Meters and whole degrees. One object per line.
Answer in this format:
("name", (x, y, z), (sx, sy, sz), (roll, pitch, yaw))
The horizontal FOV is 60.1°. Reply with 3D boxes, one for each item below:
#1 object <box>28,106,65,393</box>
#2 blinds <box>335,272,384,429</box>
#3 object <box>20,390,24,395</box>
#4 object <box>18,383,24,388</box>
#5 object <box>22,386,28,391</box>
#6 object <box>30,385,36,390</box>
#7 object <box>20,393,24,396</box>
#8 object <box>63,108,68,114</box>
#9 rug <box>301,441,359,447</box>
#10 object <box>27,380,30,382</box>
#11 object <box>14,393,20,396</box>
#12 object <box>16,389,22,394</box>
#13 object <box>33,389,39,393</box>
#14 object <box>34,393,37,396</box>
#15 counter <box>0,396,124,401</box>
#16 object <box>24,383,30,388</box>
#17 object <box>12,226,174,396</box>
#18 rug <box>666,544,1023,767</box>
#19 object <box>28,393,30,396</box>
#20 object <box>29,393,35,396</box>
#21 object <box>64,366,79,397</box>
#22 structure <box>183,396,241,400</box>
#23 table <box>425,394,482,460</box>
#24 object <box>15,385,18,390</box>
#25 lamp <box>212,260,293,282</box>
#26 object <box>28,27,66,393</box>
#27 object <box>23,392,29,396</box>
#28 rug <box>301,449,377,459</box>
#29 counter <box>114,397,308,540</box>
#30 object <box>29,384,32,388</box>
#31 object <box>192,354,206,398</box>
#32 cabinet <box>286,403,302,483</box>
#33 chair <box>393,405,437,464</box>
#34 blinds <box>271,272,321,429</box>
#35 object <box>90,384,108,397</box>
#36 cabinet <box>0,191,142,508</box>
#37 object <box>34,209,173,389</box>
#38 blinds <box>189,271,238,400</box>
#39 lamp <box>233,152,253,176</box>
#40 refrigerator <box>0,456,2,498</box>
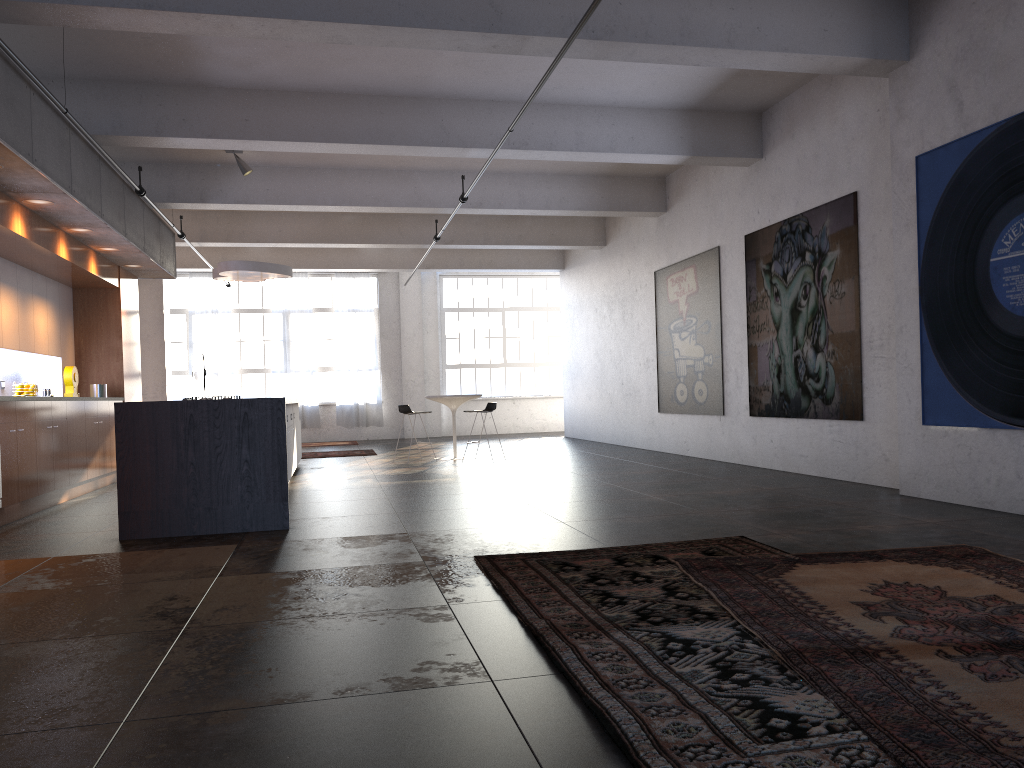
("object", (-4.198, -1.054, 7.998), (0.054, 2.228, 2.364), (-2, 0, -37))
("blinds", (-3.473, -0.888, 19.868), (1.040, 3.752, 0.338), (-2, 1, -16))
("object", (-4.964, 0.082, 8.969), (0.061, 0.053, 0.052), (-2, 0, 30))
("object", (-4.938, 0.020, 8.909), (0.058, 0.060, 0.051), (-2, 0, 22))
("object", (-3.900, -1.082, 6.394), (0.057, 2.190, 5.551), (-2, 0, -23))
("object", (-3.748, -1.095, 5.810), (0.054, 2.169, 6.773), (-2, 0, -20))
("object", (-4.931, 0.122, 8.934), (0.051, 0.055, 0.060), (-2, 0, -22))
("object", (-4.936, 0.068, 9.033), (0.052, 0.053, 0.062), (-2, 0, -6))
("rug", (-4.819, 1.295, 18.500), (3.160, 0.009, 1.797), (-2, -1, -14))
("object", (-5.235, 0.058, 9.599), (0.060, 0.210, 0.143), (-2, 0, -12))
("object", (-5.089, 0.573, 2.565), (0.054, 1.095, 12.742), (-2, -1, 1))
("object", (-4.956, 0.070, 8.908), (0.054, 0.054, 0.060), (-2, 0, -21))
("object", (-5.157, -1.074, 3.164), (0.062, 2.210, 11.822), (-2, -1, 2))
("object", (-4.865, 0.118, 9.003), (0.062, 0.053, 0.052), (-2, 0, -25))
("counter", (-5.267, 0.176, 8.887), (1.622, 0.039, 4.419), (-2, -1, -12))
("object", (-3.479, -1.137, 4.344), (0.059, 2.165, 9.778), (-2, 0, -18))
("object", (-5.196, 0.516, 2.490), (0.950, 1.214, 13.166), (-2, -1, -1))
("rug", (1.725, 0.890, 3.084), (1.881, 0.048, 3.514), (-2, -1, -3))
("object", (-4.450, -1.340, 6.098), (0.058, 2.868, 5.905), (-2, 0, -10))
("object", (-4.699, -1.002, 10.357), (0.057, 2.310, 2.930), (-2, 0, 7))
("object", (-5.105, -0.018, 10.274), (0.100, 0.381, 0.272), (-2, 0, -12))
("structure", (-2.889, 0.156, 8.566), (0.516, 0.072, 0.634), (-2, -1, -12))
("table", (-0.861, 0.641, 13.216), (0.836, 0.952, 0.821), (-2, 0, -13))
("object", (-4.988, 0.036, 8.951), (0.062, 0.053, 0.052), (-2, 0, 35))
("lamp", (-3.659, -1.533, 12.110), (1.059, 0.130, 1.027), (-2, -1, 34))
("object", (-4.893, 0.063, 8.999), (0.050, 0.053, 0.065), (-2, 0, 25))
("object", (-4.892, 0.097, 8.920), (0.053, 0.053, 0.061), (-2, 0, -31))
("rug", (-3.783, 1.212, 14.984), (2.911, 0.029, 1.837), (-2, -1, -13))
("counter", (-2.852, 0.656, 9.529), (1.152, 0.971, 6.594), (-2, -1, -12))
("object", (-4.920, 0.023, 9.044), (0.064, 0.051, 0.052), (-2, 0, -20))
("object", (-6.095, 0.373, 17.185), (1.191, 1.920, 1.046), (-2, 0, -13))
("cabinet", (-2.961, 0.695, 10.126), (0.930, 0.930, 5.596), (-2, -1, -12))
("chair", (-1.406, 0.742, 12.755), (0.515, 0.895, 0.454), (-2, 0, -36))
("blinds", (-4.813, -0.843, 19.533), (1.047, 3.698, 0.335), (-2, 1, -17))
("object", (-5.097, 0.089, 10.923), (0.187, 0.170, 0.194), (-2, 0, 36))
("cabinet", (-5.505, -0.244, 8.067), (2.401, 2.563, 8.031), (-2, -1, -12))
("object", (-4.870, 0.025, 9.028), (0.057, 0.060, 0.053), (-2, 0, 10))
("blinds", (-6.481, -0.784, 19.133), (1.042, 3.675, 0.357), (-2, 1, -14))
("lamp", (-3.218, -2.636, 10.600), (0.226, 0.287, 0.129), (-2, 0, -29))
("refrigerator", (-3.992, -0.212, 6.418), (0.222, 2.191, 0.945), (-2, 0, -15))
